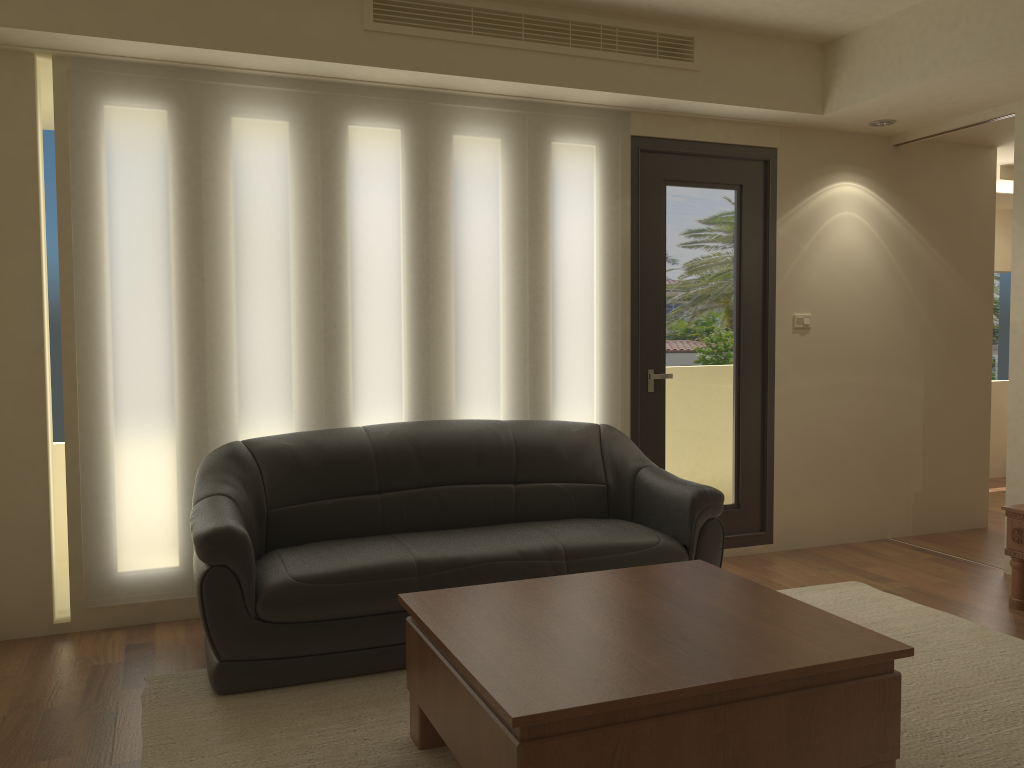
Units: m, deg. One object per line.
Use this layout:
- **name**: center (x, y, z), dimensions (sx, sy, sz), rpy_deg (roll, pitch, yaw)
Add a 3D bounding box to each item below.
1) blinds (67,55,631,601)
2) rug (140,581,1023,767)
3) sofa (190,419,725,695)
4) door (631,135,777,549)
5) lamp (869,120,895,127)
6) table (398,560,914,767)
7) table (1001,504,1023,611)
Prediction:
- **blinds**: center (-0.644, -0.268, 4.505), dimensions (2.830, 2.453, 0.002), rpy_deg (-2, 3, -22)
- **rug**: center (0.654, 1.176, 3.035), dimensions (3.592, 0.011, 2.482), rpy_deg (-2, 3, -22)
- **sofa**: center (-0.241, 0.656, 4.084), dimensions (2.337, 0.918, 0.944), rpy_deg (-2, 3, -22)
- **door**: center (1.124, -0.209, 5.272), dimensions (1.011, 2.420, 0.118), rpy_deg (-2, 3, -22)
- **lamp**: center (2.205, -1.573, 5.284), dimensions (0.143, 0.059, 0.143), rpy_deg (-1, 3, -16)
- **table**: center (0.374, 0.955, 2.724), dimensions (1.213, 0.482, 1.045), rpy_deg (-2, 3, -22)
- **table**: center (2.842, 0.865, 4.007), dimensions (0.538, 0.493, 1.009), rpy_deg (-2, 3, -22)
